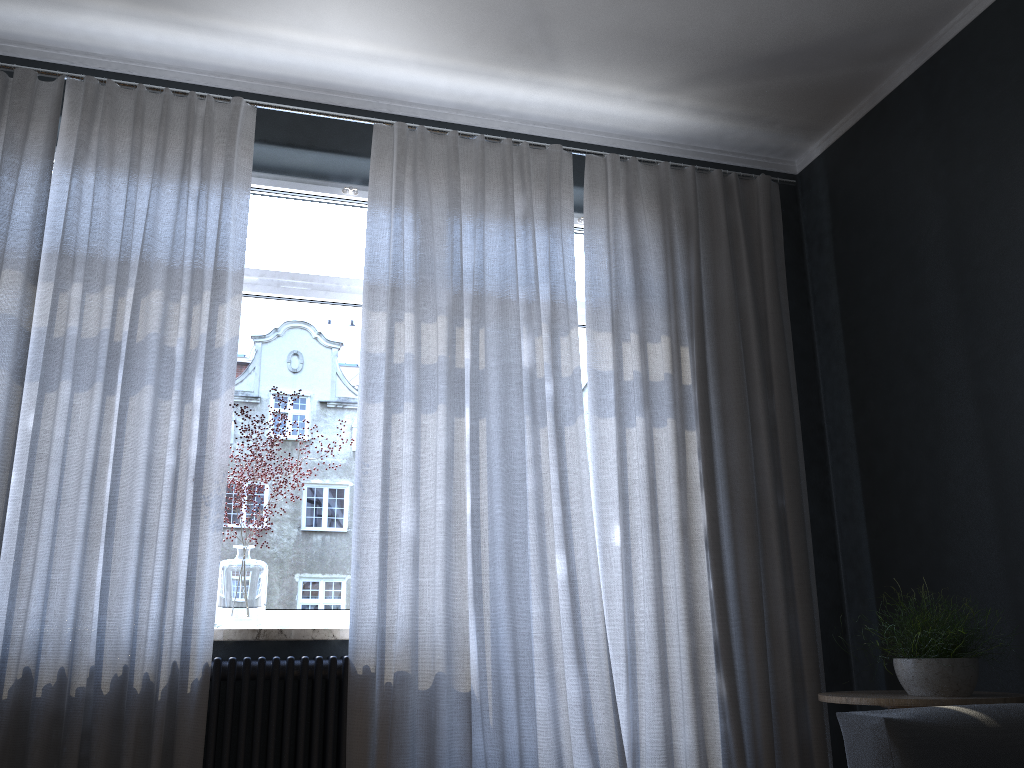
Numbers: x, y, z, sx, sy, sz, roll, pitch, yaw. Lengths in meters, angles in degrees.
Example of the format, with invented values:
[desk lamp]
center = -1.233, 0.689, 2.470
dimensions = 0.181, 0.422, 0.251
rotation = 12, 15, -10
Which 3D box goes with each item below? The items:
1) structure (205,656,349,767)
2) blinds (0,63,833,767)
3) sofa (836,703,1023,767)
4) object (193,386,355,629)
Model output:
[structure]
center = -1.311, 1.175, 2.785
dimensions = 1.847, 0.598, 0.216
rotation = 4, -17, -15
[blinds]
center = -0.638, 0.292, 3.175
dimensions = 3.993, 2.777, 0.313
rotation = 4, -17, -15
[sofa]
center = 1.559, 0.750, 1.337
dimensions = 0.970, 0.795, 2.349
rotation = 4, -17, -16
[object]
center = -0.900, 0.450, 3.148
dimensions = 0.515, 0.806, 0.600
rotation = 13, -21, -40
